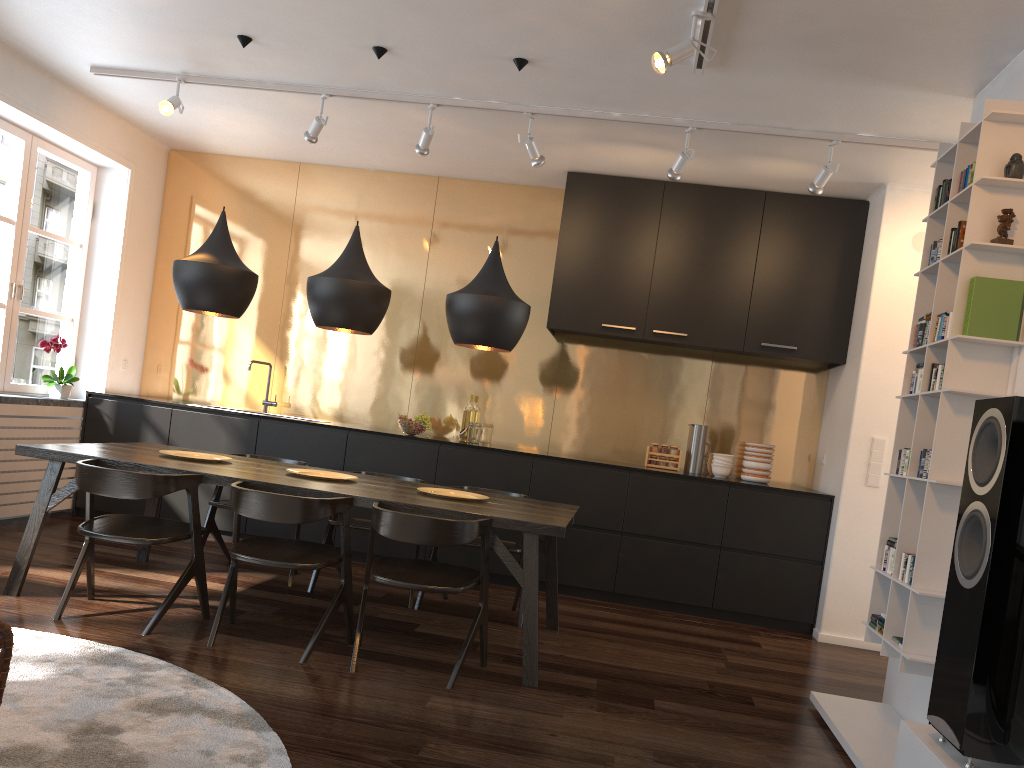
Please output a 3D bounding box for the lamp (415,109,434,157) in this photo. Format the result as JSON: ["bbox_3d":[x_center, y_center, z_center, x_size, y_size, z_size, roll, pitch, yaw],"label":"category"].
[{"bbox_3d":[-0.463,-1.417,4.971,0.085,0.240,0.249,7,0,-26],"label":"lamp"}]

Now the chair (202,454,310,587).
[{"bbox_3d":[-1.462,0.769,5.129,0.593,0.672,0.519,8,0,4],"label":"chair"}]

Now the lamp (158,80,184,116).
[{"bbox_3d":[-1.922,-1.613,5.009,0.085,0.240,0.250,8,0,-5],"label":"lamp"}]

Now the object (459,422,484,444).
[{"bbox_3d":[-0.282,0.337,6.231,0.177,0.152,0.087,8,1,-15],"label":"object"}]

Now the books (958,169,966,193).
[{"bbox_3d":[1.723,-0.642,3.264,0.107,0.333,0.229,8,1,8],"label":"books"}]

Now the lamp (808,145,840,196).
[{"bbox_3d":[1.678,-1.137,4.694,0.085,0.240,0.250,7,0,-16],"label":"lamp"}]

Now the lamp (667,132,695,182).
[{"bbox_3d":[0.939,-1.234,4.789,0.085,0.240,0.249,7,0,-21],"label":"lamp"}]

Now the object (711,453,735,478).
[{"bbox_3d":[1.450,0.563,6.100,0.157,0.160,0.155,8,0,36],"label":"object"}]

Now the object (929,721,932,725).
[{"bbox_3d":[1.433,1.180,2.965,0.121,0.351,0.213,8,1,8],"label":"object"}]

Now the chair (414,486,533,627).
[{"bbox_3d":[-0.170,0.937,4.931,0.592,0.672,0.520,8,0,7],"label":"chair"}]

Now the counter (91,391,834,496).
[{"bbox_3d":[-0.426,0.393,6.181,5.053,0.002,0.733,7,-2,7],"label":"counter"}]

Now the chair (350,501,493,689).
[{"bbox_3d":[-0.377,0.860,3.712,0.592,0.672,0.520,8,0,6],"label":"chair"}]

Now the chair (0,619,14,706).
[{"bbox_3d":[-1.207,0.621,1.290,0.682,0.710,0.721,8,0,40],"label":"chair"}]

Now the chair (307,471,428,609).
[{"bbox_3d":[-0.767,0.859,5.009,0.592,0.672,0.520,8,0,6],"label":"chair"}]

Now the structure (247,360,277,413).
[{"bbox_3d":[-1.825,0.031,6.474,0.109,0.386,0.266,8,1,24],"label":"structure"}]

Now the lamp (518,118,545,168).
[{"bbox_3d":[0.513,-0.451,5.519,0.088,1.850,1.843,9,1,42],"label":"lamp"}]

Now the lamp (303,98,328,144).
[{"bbox_3d":[-1.093,-1.500,5.044,0.085,0.239,0.250,6,1,-42],"label":"lamp"}]

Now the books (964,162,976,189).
[{"bbox_3d":[1.733,-0.757,3.223,0.101,0.110,0.160,8,-1,8],"label":"books"}]

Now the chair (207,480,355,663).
[{"bbox_3d":[-0.979,0.782,3.790,0.592,0.672,0.520,8,0,8],"label":"chair"}]

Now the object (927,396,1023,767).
[{"bbox_3d":[1.406,0.553,2.457,0.280,1.004,0.294,8,2,8],"label":"object"}]

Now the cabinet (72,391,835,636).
[{"bbox_3d":[-0.486,0.839,6.197,5.056,0.902,0.733,7,0,7],"label":"cabinet"}]

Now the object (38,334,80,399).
[{"bbox_3d":[-3.045,-0.116,5.963,0.230,0.437,0.404,7,0,-16],"label":"object"}]

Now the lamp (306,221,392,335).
[{"bbox_3d":[-0.792,-0.531,4.349,0.412,0.542,0.409,8,0,-16],"label":"lamp"}]

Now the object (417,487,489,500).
[{"bbox_3d":[-0.287,0.540,4.308,0.355,0.017,0.356,7,-2,11],"label":"object"}]

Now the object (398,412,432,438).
[{"bbox_3d":[-0.670,0.267,6.080,0.240,0.173,0.177,8,0,-8],"label":"object"}]

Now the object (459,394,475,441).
[{"bbox_3d":[-0.316,0.244,6.396,0.092,0.340,0.091,7,2,-25],"label":"object"}]

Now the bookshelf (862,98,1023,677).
[{"bbox_3d":[1.687,0.044,3.399,0.226,2.078,0.639,8,2,8],"label":"bookshelf"}]

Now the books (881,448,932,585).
[{"bbox_3d":[1.584,0.509,3.422,0.122,0.512,0.470,8,0,8],"label":"books"}]

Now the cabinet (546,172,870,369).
[{"bbox_3d":[1.291,-0.761,6.028,1.953,1.052,0.531,8,1,7],"label":"cabinet"}]

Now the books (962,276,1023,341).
[{"bbox_3d":[1.697,-0.260,3.120,0.165,0.214,0.049,8,2,7],"label":"books"}]

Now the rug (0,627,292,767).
[{"bbox_3d":[-1.968,0.912,2.085,2.843,0.012,2.831,8,-2,-12],"label":"rug"}]

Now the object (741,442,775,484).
[{"bbox_3d":[1.680,0.540,6.046,0.199,0.265,0.197,8,1,-18],"label":"object"}]

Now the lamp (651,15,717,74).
[{"bbox_3d":[0.676,-1.322,3.467,0.251,0.240,0.085,8,2,-11],"label":"lamp"}]

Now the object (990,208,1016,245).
[{"bbox_3d":[1.730,-0.549,3.105,0.064,0.140,0.045,8,2,-1],"label":"object"}]

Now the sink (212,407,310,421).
[{"bbox_3d":[-0.558,0.352,6.156,3.410,0.244,0.482,7,-1,6],"label":"sink"}]

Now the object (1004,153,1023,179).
[{"bbox_3d":[1.761,-0.757,3.097,0.060,0.101,0.064,7,1,-16],"label":"object"}]

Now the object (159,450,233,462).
[{"bbox_3d":[-1.599,0.368,4.480,0.355,0.017,0.356,7,-2,11],"label":"object"}]

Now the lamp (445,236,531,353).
[{"bbox_3d":[-0.106,-0.441,4.260,0.412,0.542,0.408,7,1,-35],"label":"lamp"}]

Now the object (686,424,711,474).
[{"bbox_3d":[1.306,0.456,6.174,0.164,0.340,0.114,8,2,11],"label":"object"}]

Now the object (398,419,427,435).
[{"bbox_3d":[-0.685,0.305,6.096,0.220,0.097,0.217,9,-2,-35],"label":"object"}]

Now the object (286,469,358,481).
[{"bbox_3d":[-0.943,0.454,4.394,0.356,0.017,0.355,8,-2,-11],"label":"object"}]

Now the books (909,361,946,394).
[{"bbox_3d":[1.659,-0.012,3.402,0.122,0.113,0.468,8,-2,8],"label":"books"}]

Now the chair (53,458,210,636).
[{"bbox_3d":[-1.650,0.694,3.872,0.592,0.672,0.520,8,0,6],"label":"chair"}]

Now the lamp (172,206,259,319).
[{"bbox_3d":[-1.477,-0.620,4.439,0.408,0.542,0.412,8,1,41],"label":"lamp"}]

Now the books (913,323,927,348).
[{"bbox_3d":[1.692,-0.187,3.580,0.096,0.104,0.101,8,0,8],"label":"books"}]
